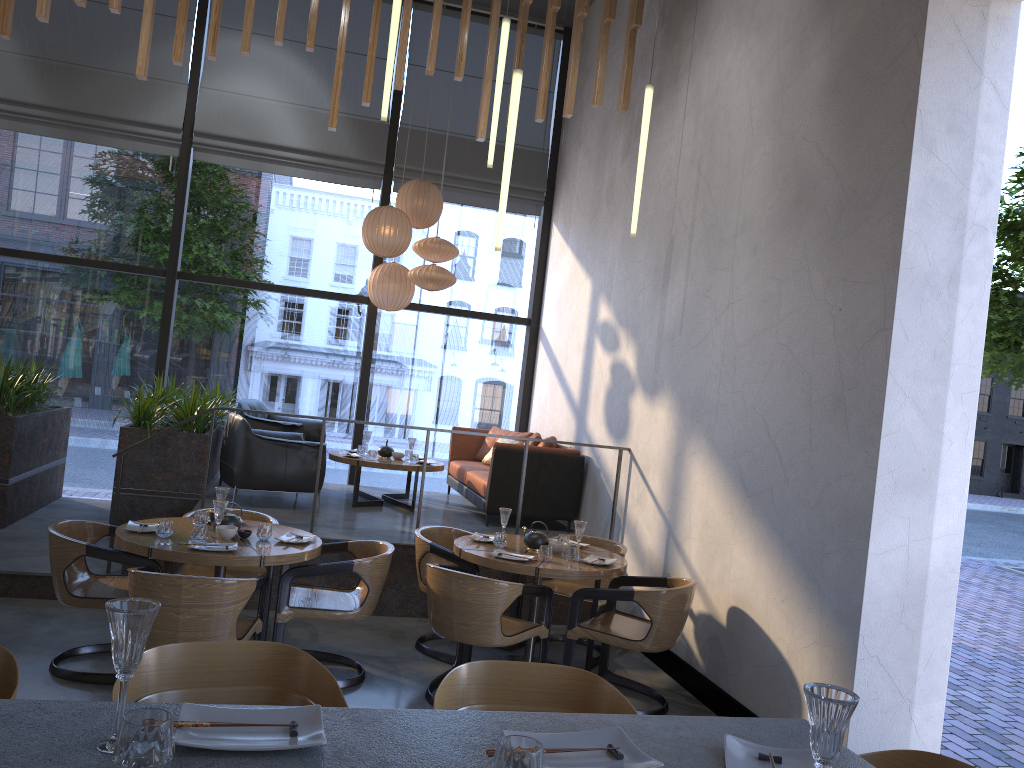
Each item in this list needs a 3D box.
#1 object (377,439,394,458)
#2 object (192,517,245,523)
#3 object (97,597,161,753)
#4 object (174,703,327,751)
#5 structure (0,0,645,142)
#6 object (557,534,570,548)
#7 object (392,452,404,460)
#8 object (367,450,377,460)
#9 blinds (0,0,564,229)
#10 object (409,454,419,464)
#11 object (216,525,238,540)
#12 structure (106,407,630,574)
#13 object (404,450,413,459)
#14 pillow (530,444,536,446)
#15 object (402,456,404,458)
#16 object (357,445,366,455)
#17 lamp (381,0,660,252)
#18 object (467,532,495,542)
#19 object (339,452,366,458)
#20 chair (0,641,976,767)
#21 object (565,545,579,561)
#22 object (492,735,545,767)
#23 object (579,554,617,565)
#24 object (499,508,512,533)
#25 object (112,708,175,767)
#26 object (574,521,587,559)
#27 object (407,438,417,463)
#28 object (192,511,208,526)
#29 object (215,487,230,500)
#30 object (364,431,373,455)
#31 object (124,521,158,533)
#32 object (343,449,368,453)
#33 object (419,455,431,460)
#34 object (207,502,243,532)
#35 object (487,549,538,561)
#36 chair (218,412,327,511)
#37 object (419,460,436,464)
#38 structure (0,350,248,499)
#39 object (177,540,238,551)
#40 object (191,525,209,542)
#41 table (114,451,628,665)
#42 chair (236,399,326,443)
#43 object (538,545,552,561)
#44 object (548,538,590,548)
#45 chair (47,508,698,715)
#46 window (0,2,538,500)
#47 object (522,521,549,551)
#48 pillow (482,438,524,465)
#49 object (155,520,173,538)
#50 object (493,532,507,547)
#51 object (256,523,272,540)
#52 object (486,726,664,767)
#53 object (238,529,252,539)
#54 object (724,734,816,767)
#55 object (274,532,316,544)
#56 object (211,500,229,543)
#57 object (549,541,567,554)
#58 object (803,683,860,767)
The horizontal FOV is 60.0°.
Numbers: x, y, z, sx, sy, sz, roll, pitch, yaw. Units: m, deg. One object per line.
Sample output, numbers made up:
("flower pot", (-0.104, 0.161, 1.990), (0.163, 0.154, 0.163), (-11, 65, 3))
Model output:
("object", (-1.206, 0.614, 8.498), (0.168, 0.179, 0.163), (6, -1, 42))
("object", (-1.758, 0.816, 5.300), (0.294, 0.025, 0.170), (7, -1, -29))
("object", (-0.613, 0.460, 1.405), (0.082, 0.227, 0.082), (6, -1, 21))
("object", (-0.466, 0.580, 1.493), (0.294, 0.025, 0.170), (7, -1, -16))
("structure", (-3.023, -1.565, 1.216), (10.399, 5.894, 10.127), (7, -1, -14))
("object", (0.335, 1.026, 5.767), (0.086, 0.086, 0.086), (7, -1, -20))
("object", (-1.087, 0.685, 8.420), (0.116, 0.065, 0.116), (6, -1, 16))
("object", (-1.279, 0.649, 8.115), (0.086, 0.086, 0.086), (7, -1, -10))
("blinds", (-7.612, -3.860, 4.560), (8.760, 2.314, 17.610), (6, -1, 30))
("object", (-0.905, 0.692, 8.207), (0.086, 0.086, 0.086), (7, -1, -10))
("object", (-1.561, 0.814, 4.844), (0.116, 0.065, 0.116), (7, -1, -35))
("structure", (-3.554, -0.849, 1.207), (11.718, 4.117, 9.054), (7, -1, -14))
("object", (-1.002, 0.685, 8.608), (0.086, 0.086, 0.086), (7, -1, -10))
("pillow", (0.033, 0.706, 7.991), (0.242, 0.345, 0.418), (6, -1, 27))
("object", (-1.075, 0.698, 8.529), (0.080, 0.042, 0.080), (6, -1, 39))
("object", (-1.439, 0.634, 8.480), (0.086, 0.086, 0.086), (6, -1, 24))
("lamp", (-1.929, -5.616, 0.944), (8.975, 10.231, 8.774), (7, -1, -15))
("object", (-0.188, 0.998, 5.718), (0.170, 0.025, 0.294), (6, -1, 12))
("object", (-1.462, 0.660, 8.166), (0.170, 0.025, 0.294), (7, -1, -33))
("chair", (0.403, 1.260, 0.257), (2.787, 1.047, 5.395), (7, -1, -37))
("object", (0.368, 1.027, 5.386), (0.086, 0.086, 0.086), (7, -1, -38))
("object", (0.009, 0.602, 1.379), (0.086, 0.086, 0.086), (6, -1, 7))
("object", (0.515, 1.074, 5.370), (0.170, 0.025, 0.294), (6, -1, 24))
("object", (-0.052, 0.910, 5.669), (0.082, 0.227, 0.082), (7, -1, -42))
("object", (-0.548, 0.538, 1.323), (0.086, 0.086, 0.086), (7, -1, -14))
("object", (0.412, 0.961, 5.465), (0.082, 0.227, 0.082), (6, -1, 8))
("object", (-0.943, 0.617, 8.279), (0.082, 0.227, 0.082), (6, -1, 29))
("object", (-1.797, 0.779, 5.114), (0.086, 0.086, 0.086), (7, -1, -32))
("object", (-1.702, 0.719, 5.174), (0.082, 0.227, 0.082), (6, -1, 7))
("object", (-1.400, 0.568, 8.582), (0.082, 0.227, 0.082), (7, -1, -32))
("object", (-2.007, 0.783, 4.812), (0.170, 0.025, 0.294), (7, -1, -17))
("object", (-1.525, 0.657, 8.651), (0.170, 0.025, 0.294), (6, -1, 22))
("object", (-0.915, 0.727, 8.743), (0.170, 0.025, 0.294), (7, -1, -33))
("object", (-1.602, 0.753, 4.985), (0.168, 0.179, 0.163), (6, -1, 24))
("object", (0.016, 1.016, 5.209), (0.294, 0.025, 0.170), (6, -1, 24))
("chair", (-2.090, 0.653, 7.695), (0.833, 0.743, 1.030), (7, -1, -28))
("object", (-0.814, 0.735, 8.326), (0.170, 0.025, 0.294), (7, -1, -33))
("structure", (-7.029, 0.156, 2.575), (4.306, 1.608, 15.715), (6, -1, 25))
("object", (-1.559, 0.832, 4.538), (0.294, 0.025, 0.170), (7, -1, -17))
("object", (-1.641, 0.792, 4.663), (0.086, 0.086, 0.086), (6, -1, 11))
("table", (-4.527, 0.781, 4.705), (10.659, 0.968, 6.876), (7, -1, -13))
("chair", (-2.352, 0.556, 8.892), (0.833, 0.743, 1.030), (6, -1, 1))
("object", (0.199, 1.006, 5.262), (0.086, 0.086, 0.086), (7, -1, -42))
("object", (0.397, 1.066, 5.916), (0.170, 0.025, 0.294), (7, -1, -43))
("chair", (-3.507, 0.989, 3.357), (9.749, 0.759, 4.352), (7, -1, -12))
("window", (-3.983, -1.658, 2.511), (12.739, 5.897, 12.900), (7, -1, -14))
("object", (0.154, 0.958, 5.621), (0.168, 0.179, 0.163), (7, -1, -10))
("pillow", (-0.104, 0.707, 9.170), (0.289, 0.311, 0.393), (7, -1, -33))
("object", (-1.846, 0.770, 4.710), (0.086, 0.086, 0.086), (6, -1, 12))
("object", (-0.073, 0.978, 5.564), (0.086, 0.086, 0.086), (6, -1, 9))
("object", (-1.377, 0.825, 4.937), (0.086, 0.086, 0.086), (7, -1, -11))
("object", (0.095, 0.644, 1.544), (0.294, 0.025, 0.170), (7, -1, -21))
("object", (-1.484, 0.835, 4.920), (0.080, 0.042, 0.080), (6, -1, 40))
("object", (0.458, 0.686, 1.539), (0.170, 0.025, 0.294), (6, -1, 12))
("object", (-1.226, 0.873, 4.984), (0.170, 0.025, 0.294), (6, -1, 6))
("object", (-1.552, 0.731, 4.687), (0.082, 0.227, 0.082), (7, -1, -44))
("object", (0.285, 1.030, 5.567), (0.116, 0.065, 0.116), (6, -1, 11))
("object", (0.476, 0.584, 1.358), (0.082, 0.227, 0.082), (7, -1, -42))
